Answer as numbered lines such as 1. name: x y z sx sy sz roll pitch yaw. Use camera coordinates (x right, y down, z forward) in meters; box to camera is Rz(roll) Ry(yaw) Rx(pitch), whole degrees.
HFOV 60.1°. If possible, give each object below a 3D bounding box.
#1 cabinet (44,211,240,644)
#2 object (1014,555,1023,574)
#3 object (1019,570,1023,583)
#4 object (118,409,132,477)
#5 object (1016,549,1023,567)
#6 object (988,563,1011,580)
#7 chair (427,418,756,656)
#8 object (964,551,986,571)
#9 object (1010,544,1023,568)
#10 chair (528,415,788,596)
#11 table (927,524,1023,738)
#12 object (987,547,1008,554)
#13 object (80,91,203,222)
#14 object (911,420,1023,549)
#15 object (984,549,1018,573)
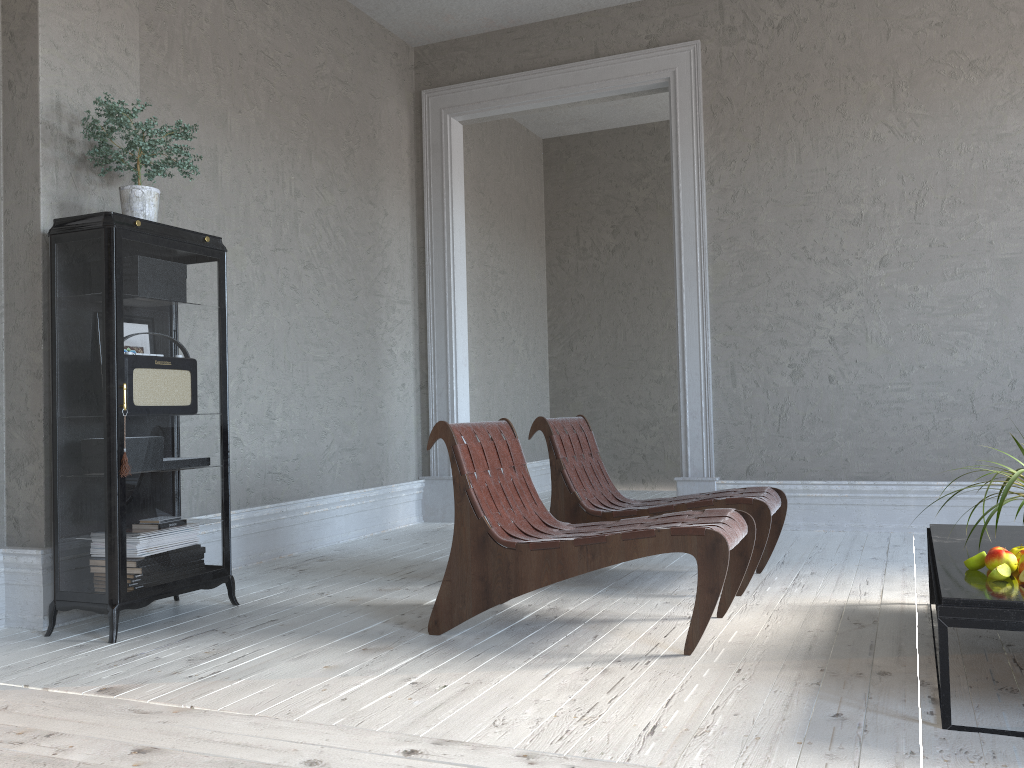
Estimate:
1. cabinet: -1.371 0.150 3.322 0.343 1.471 0.627 -2 -2 24
2. object: 1.280 0.451 2.190 0.059 0.062 0.064 -2 -2 5
3. object: 1.244 0.463 2.128 0.047 0.036 0.062 -3 -2 34
4. object: -1.321 0.201 3.021 0.041 0.234 0.044 -1 -2 -20
5. object: 1.322 0.454 2.275 0.056 0.058 0.059 -2 -2 14
6. object: 1.207 0.465 2.189 0.068 0.037 0.046 0 -2 -40
7. chair: 0.275 0.471 3.016 1.001 0.721 0.515 -2 -2 23
8. object: 1.213 0.461 2.313 0.057 0.053 0.061 -2 -2 30
9. object: 1.344 0.453 2.336 0.063 0.063 0.060 0 -2 -35
10. chair: 0.631 0.486 3.810 1.001 0.721 0.515 -2 -2 23
11. table: 1.623 0.631 2.445 0.836 0.303 1.330 -2 -2 24
12. object: 1.282 0.458 2.336 0.057 0.058 0.056 0 -2 -42
13. object: -1.396 -0.838 3.359 0.406 0.506 0.406 -3 -2 39
14. object: 1.524 0.283 2.524 0.716 0.420 0.677 -3 -2 41
15. object: 1.246 0.453 2.257 0.077 0.064 0.073 0 -2 -36
